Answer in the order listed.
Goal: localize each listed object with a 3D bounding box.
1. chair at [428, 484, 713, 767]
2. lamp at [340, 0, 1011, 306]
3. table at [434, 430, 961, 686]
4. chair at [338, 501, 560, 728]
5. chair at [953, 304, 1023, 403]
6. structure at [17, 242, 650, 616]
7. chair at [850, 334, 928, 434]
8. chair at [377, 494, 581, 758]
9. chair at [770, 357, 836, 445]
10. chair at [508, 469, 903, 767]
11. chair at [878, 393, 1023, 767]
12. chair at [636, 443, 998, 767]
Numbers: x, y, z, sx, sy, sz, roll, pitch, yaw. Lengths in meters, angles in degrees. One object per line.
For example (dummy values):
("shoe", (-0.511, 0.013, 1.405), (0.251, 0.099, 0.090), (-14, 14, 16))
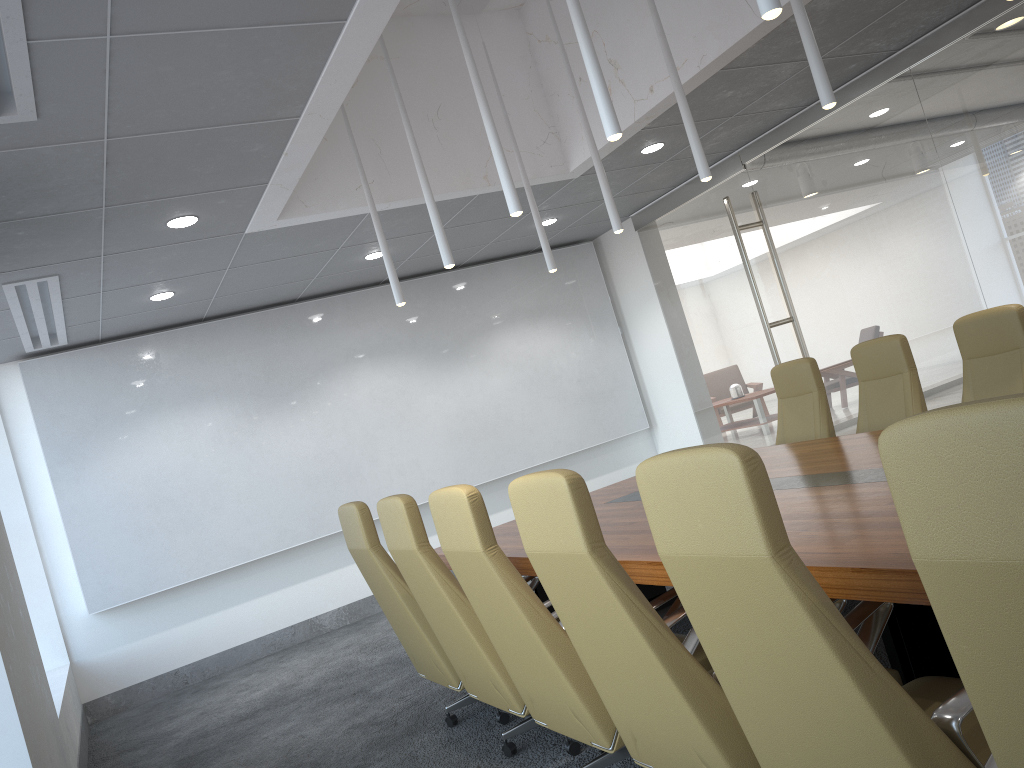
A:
("chair", (0.325, 0.983, 3.781), (0.955, 1.406, 0.711), (-16, -2, -27))
("lamp", (0.888, -2.436, 3.738), (2.619, 2.378, 7.258), (-16, -2, -27))
("table", (1.860, 0.779, 3.617), (2.300, 0.895, 6.500), (-16, -2, -27))
("chair", (-0.336, 1.236, 5.185), (0.955, 1.406, 0.711), (-16, -2, -27))
("chair", (2.574, 0.346, 4.927), (0.955, 1.406, 0.711), (-16, -2, -27))
("structure", (1.397, -0.918, 3.708), (6.600, 2.466, 13.989), (-16, -2, -27))
("chair", (2.234, 0.477, 5.650), (0.955, 1.406, 0.711), (-16, -2, -27))
("chair", (-0.001, 1.108, 4.474), (0.955, 1.406, 0.711), (-16, -2, -27))
("chair", (1.898, 0.605, 6.364), (0.955, 1.406, 0.711), (-16, -2, -27))
("chair", (0.668, 0.852, 3.054), (0.955, 1.406, 0.711), (-16, -2, -27))
("chair", (1.346, 0.593, 1.613), (0.955, 1.406, 0.711), (-16, -2, -27))
("chair", (1.006, 0.723, 2.335), (0.955, 1.406, 0.711), (-16, -2, -27))
